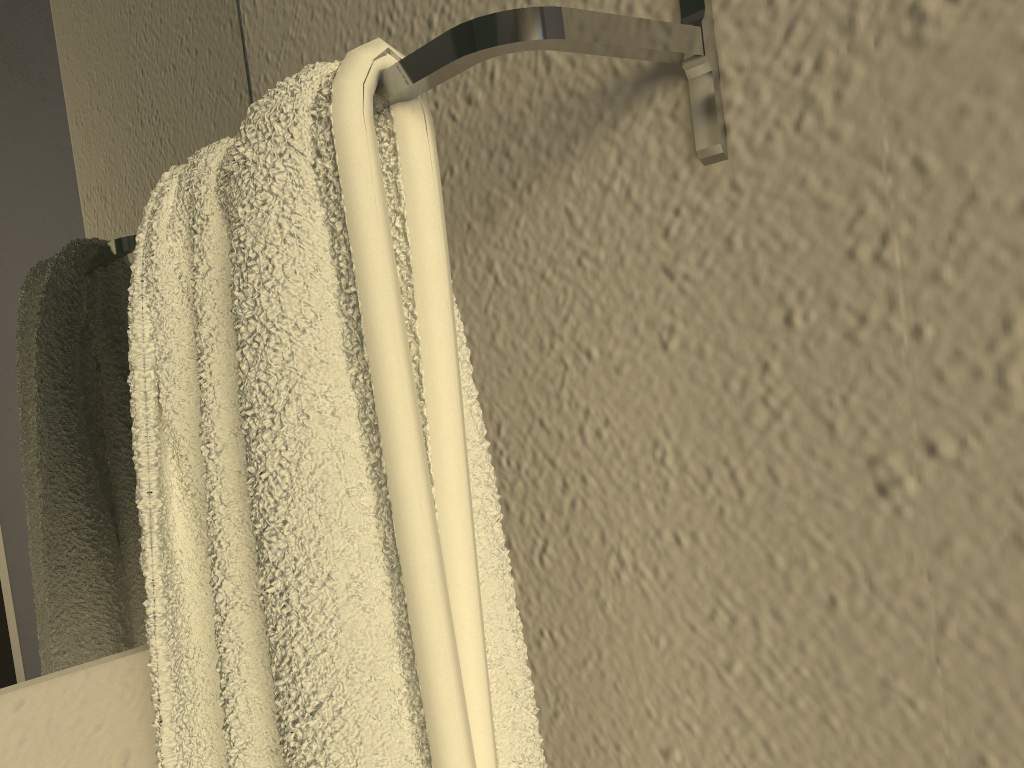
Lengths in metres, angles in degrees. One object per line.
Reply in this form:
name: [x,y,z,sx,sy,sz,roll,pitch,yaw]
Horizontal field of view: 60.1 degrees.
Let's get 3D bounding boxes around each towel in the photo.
towel: [-0.082,0.192,0.414,0.159,0.636,0.262,-8,4,-19]

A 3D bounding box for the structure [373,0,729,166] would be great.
structure: [-0.078,-0.112,0.441,0.100,0.088,0.378,-10,4,-37]
